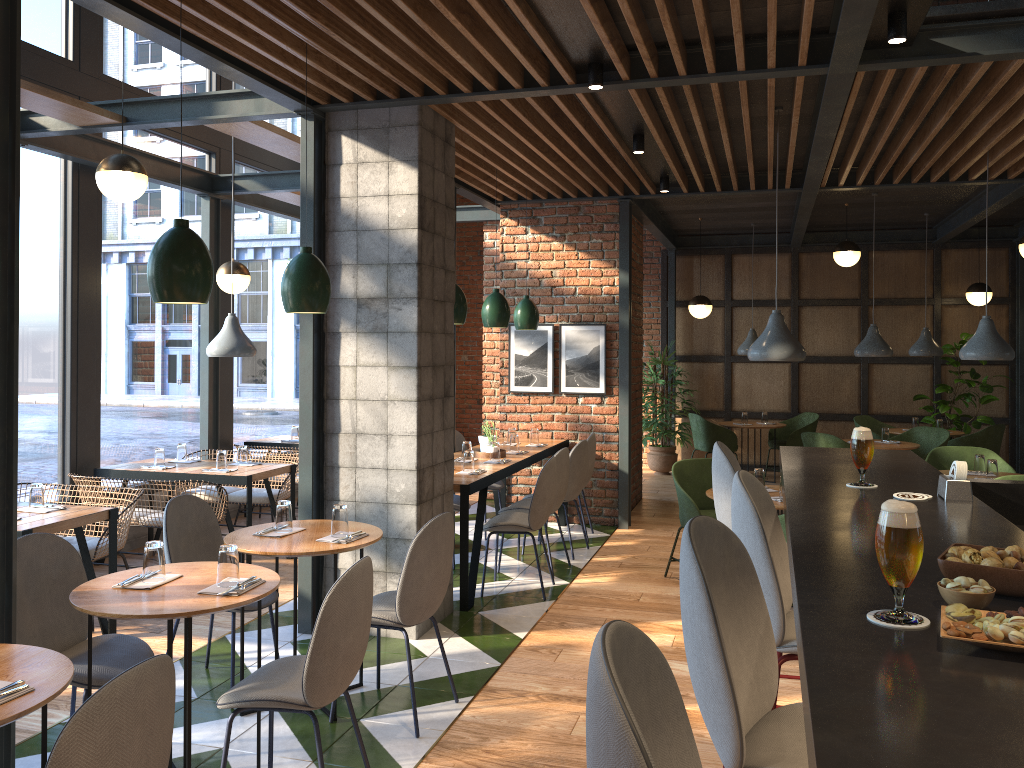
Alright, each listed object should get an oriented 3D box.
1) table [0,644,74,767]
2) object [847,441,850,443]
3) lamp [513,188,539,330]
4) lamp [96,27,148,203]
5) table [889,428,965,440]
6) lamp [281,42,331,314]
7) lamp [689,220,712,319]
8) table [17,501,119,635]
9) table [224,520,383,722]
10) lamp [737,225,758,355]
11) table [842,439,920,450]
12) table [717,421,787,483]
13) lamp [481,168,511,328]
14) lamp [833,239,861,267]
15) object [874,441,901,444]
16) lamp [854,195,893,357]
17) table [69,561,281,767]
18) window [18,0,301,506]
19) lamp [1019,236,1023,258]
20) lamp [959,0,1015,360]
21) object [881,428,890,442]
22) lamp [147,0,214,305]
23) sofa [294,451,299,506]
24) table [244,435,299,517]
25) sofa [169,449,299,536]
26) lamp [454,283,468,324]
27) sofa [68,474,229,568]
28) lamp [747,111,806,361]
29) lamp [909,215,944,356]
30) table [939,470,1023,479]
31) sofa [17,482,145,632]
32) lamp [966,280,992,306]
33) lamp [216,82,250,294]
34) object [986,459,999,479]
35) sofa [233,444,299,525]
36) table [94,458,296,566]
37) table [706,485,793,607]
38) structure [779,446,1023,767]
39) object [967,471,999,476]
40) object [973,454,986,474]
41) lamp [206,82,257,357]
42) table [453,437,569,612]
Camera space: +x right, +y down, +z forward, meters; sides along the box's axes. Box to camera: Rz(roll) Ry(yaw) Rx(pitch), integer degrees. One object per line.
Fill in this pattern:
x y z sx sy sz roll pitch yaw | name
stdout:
-1.468 1.128 2.175 0.699 0.747 0.699 0 1 -28 | table
3.332 0.564 8.498 0.157 0.019 0.243 -1 2 -19 | object
0.128 -1.480 7.675 0.224 2.022 0.224 0 0 20 | lamp
-2.165 -2.909 4.949 0.268 3.795 0.268 0 0 -31 | lamp
4.558 0.868 9.803 0.807 0.687 0.808 1 1 16 | table
-0.929 -1.333 4.020 0.224 2.022 0.224 0 0 20 | lamp
2.184 -2.652 10.247 0.268 3.795 0.268 0 0 -31 | lamp
-2.871 1.037 4.741 1.271 0.706 0.658 1 1 16 | table
-0.939 1.055 4.005 0.699 0.747 0.699 1 1 26 | table
2.904 -2.598 10.683 0.353 4.491 0.353 1 0 -39 | lamp
3.494 0.915 8.543 0.807 0.687 0.808 -1 1 -32 | table
2.887 0.825 10.680 0.807 0.687 0.808 -1 1 -34 | table
-0.119 -1.445 6.819 0.224 2.022 0.224 0 0 20 | lamp
3.476 -3.109 9.190 0.268 3.795 0.268 0 0 -4 | lamp
3.654 0.561 8.590 0.157 0.019 0.243 -1 2 -19 | object
3.497 -2.508 8.563 0.353 4.491 0.353 1 0 -39 | lamp
-1.186 1.089 3.149 0.699 0.747 0.699 0 1 -32 | table
-3.400 -1.851 5.689 0.127 5.599 8.724 0 1 16 | window
4.400 -2.915 7.421 0.268 3.795 0.268 0 0 -12 | lamp
3.385 -2.416 6.317 0.353 4.491 0.353 1 0 -39 | lamp
3.626 0.494 8.603 0.080 0.138 0.080 0 0 -36 | object
-1.177 -1.299 3.164 0.224 2.022 0.224 0 0 20 | lamp
-1.649 0.855 8.966 1.092 0.733 0.470 1 1 16 | sofa
-1.806 0.890 8.422 1.271 0.706 0.658 1 1 16 | table
-2.184 0.929 7.116 1.092 0.733 0.470 1 1 16 | sofa
-0.401 -1.406 5.846 0.224 2.022 0.224 0 0 20 | lamp
-2.498 0.972 6.031 1.092 0.733 0.470 1 1 16 | sofa
1.659 -2.391 5.538 0.353 4.491 0.353 1 0 -39 | lamp
4.591 -2.556 9.821 0.353 4.491 0.353 1 0 -39 | lamp
3.366 1.008 6.283 0.807 0.687 0.808 0 1 -25 | table
-2.714 1.002 5.285 1.092 0.733 0.470 1 1 16 | sofa
5.322 -2.784 10.093 0.268 3.795 0.268 0 0 -31 | lamp
-2.275 -2.633 7.268 0.268 3.795 0.268 0 0 -16 | lamp
3.338 0.594 6.158 0.080 0.138 0.080 0 0 -22 | object
-1.963 0.898 7.882 1.092 0.733 0.470 1 1 16 | sofa
-2.341 0.964 6.575 1.271 0.706 0.658 1 1 16 | table
1.618 1.033 5.513 0.807 0.687 0.807 -1 2 -43 | table
1.862 0.865 1.037 2.917 1.396 4.922 1 2 16 | structure
3.426 0.648 6.456 0.242 0.019 0.157 1 2 15 | object
3.400 0.583 6.439 0.080 0.138 0.080 0 0 -22 | object
-2.020 -2.442 6.427 0.353 4.491 0.353 0 0 -22 | lamp
-0.186 0.934 6.776 0.658 0.765 2.774 0 2 16 | table
